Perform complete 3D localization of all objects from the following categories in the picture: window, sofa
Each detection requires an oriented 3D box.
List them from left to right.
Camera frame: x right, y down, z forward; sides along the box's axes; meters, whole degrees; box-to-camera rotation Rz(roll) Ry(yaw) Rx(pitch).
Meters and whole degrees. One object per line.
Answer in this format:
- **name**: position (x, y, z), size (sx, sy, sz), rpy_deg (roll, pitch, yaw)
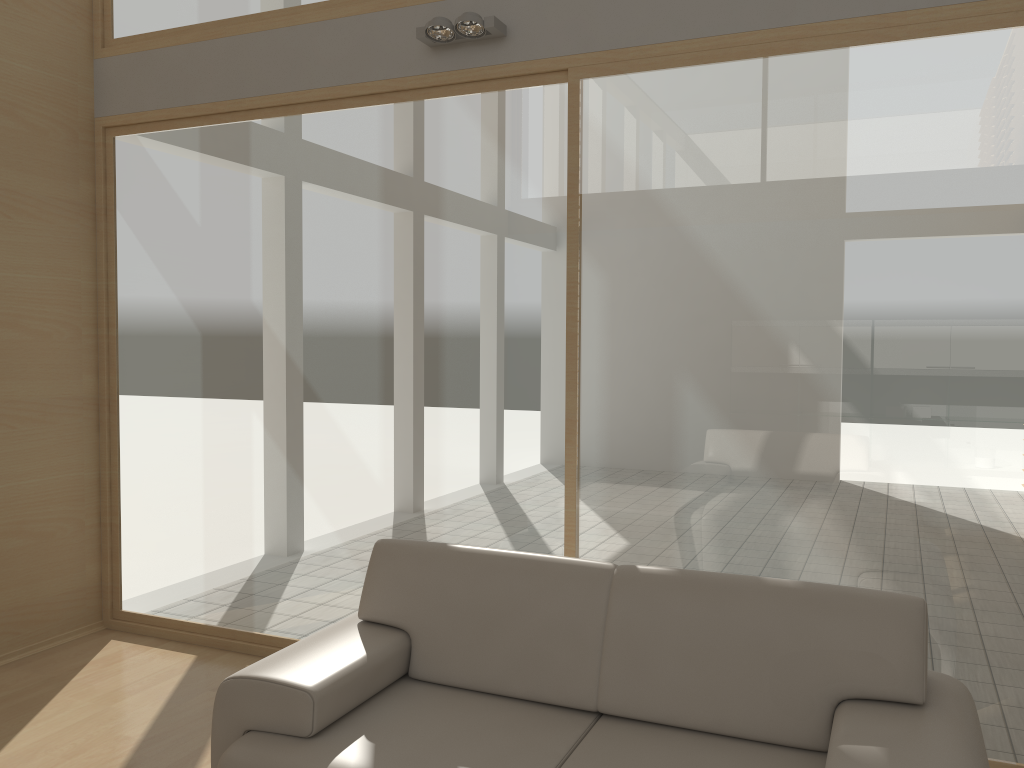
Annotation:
- **window**: position (-0.908, -2.858, 4.053), size (2.525, 2.200, 0.020), rpy_deg (1, 3, 23)
- **window**: position (-0.923, -0.011, 4.183), size (2.525, 2.500, 0.020), rpy_deg (1, 3, 23)
- **sofa**: position (0.231, 0.995, 2.591), size (2.093, 0.846, 1.168), rpy_deg (1, 3, 23)
- **window**: position (1.428, 0.050, 3.134), size (2.525, 2.500, 0.020), rpy_deg (1, 3, 23)

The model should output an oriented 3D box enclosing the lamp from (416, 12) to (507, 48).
- **lamp**: position (-0.223, -1.472, 3.674), size (0.360, 0.080, 0.182), rpy_deg (1, 3, 23)
